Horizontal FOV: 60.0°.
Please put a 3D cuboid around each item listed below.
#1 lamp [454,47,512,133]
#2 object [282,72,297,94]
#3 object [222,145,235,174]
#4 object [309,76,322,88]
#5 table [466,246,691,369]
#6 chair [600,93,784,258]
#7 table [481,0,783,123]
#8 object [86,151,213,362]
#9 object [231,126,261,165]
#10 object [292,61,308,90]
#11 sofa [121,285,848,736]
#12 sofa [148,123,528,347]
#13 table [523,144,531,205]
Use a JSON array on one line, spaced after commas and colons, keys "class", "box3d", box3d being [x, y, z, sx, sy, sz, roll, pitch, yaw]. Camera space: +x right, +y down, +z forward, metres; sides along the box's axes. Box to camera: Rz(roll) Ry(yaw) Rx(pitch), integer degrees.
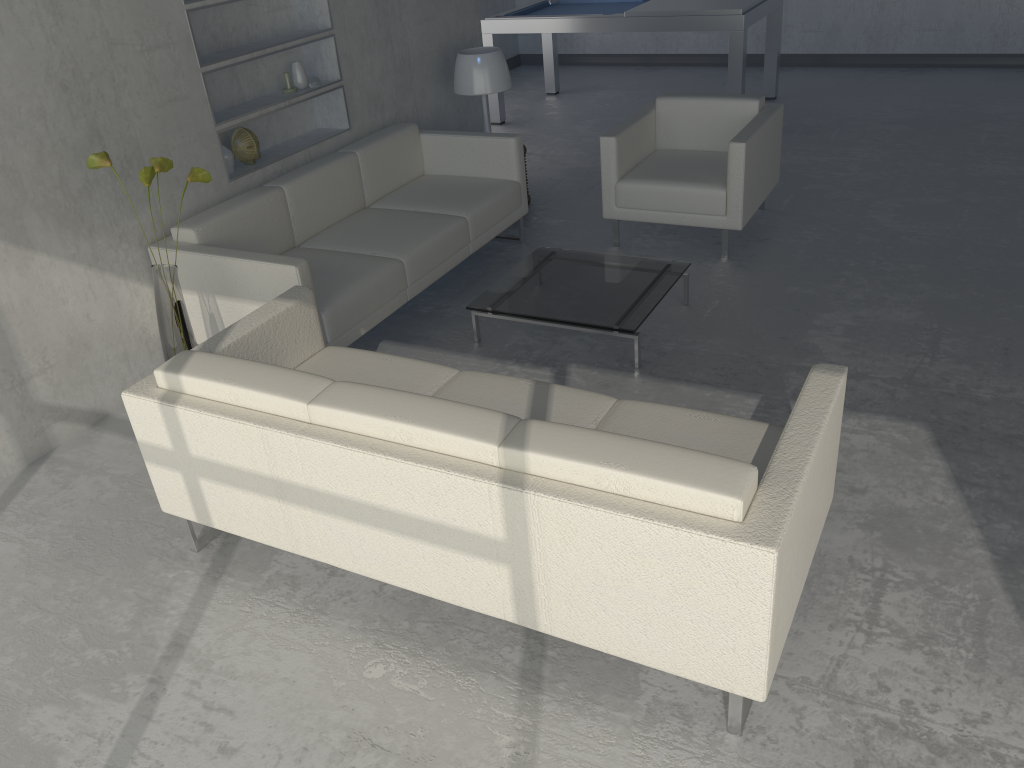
[{"class": "lamp", "box3d": [-0.164, -1.675, 5.269, 0.347, 0.582, 0.347, -6, 30, -1]}, {"class": "object", "box3d": [-1.122, -1.510, 4.442, 0.074, 0.094, 0.074, -9, 30, -5]}, {"class": "object", "box3d": [-1.346, -1.055, 4.159, 0.086, 0.128, 0.086, 18, 37, 35]}, {"class": "object", "box3d": [-1.005, -1.543, 4.523, 0.064, 0.050, 0.064, 14, 35, 31]}, {"class": "table", "box3d": [0.318, -0.362, 3.986, 0.773, 0.190, 0.730, 10, 33, 26]}, {"class": "chair", "box3d": [0.977, -1.159, 4.784, 0.748, 0.662, 0.821, 10, 33, 26]}, {"class": "table", "box3d": [0.974, -2.652, 7.174, 2.095, 0.835, 1.180, 10, 33, 26]}, {"class": "object", "box3d": [-1.252, -0.388, 3.444, 0.400, 1.051, 0.387, -23, 34, -27]}, {"class": "object", "box3d": [-1.257, -1.144, 4.247, 0.088, 0.179, 0.163, 5, 31, 18]}, {"class": "object", "box3d": [-1.080, -1.565, 4.493, 0.079, 0.130, 0.079, 9, 33, 24]}, {"class": "sofa", "box3d": [-0.098, 0.208, 2.593, 1.881, 0.658, 0.821, 10, 33, 26]}, {"class": "sofa", "box3d": [-0.699, -0.725, 4.325, 0.821, 0.658, 1.881, 10, 33, 26]}, {"class": "table", "box3d": [-0.122, -1.278, 5.499, 0.452, 0.358, 0.452, -3, 30, 5]}]
